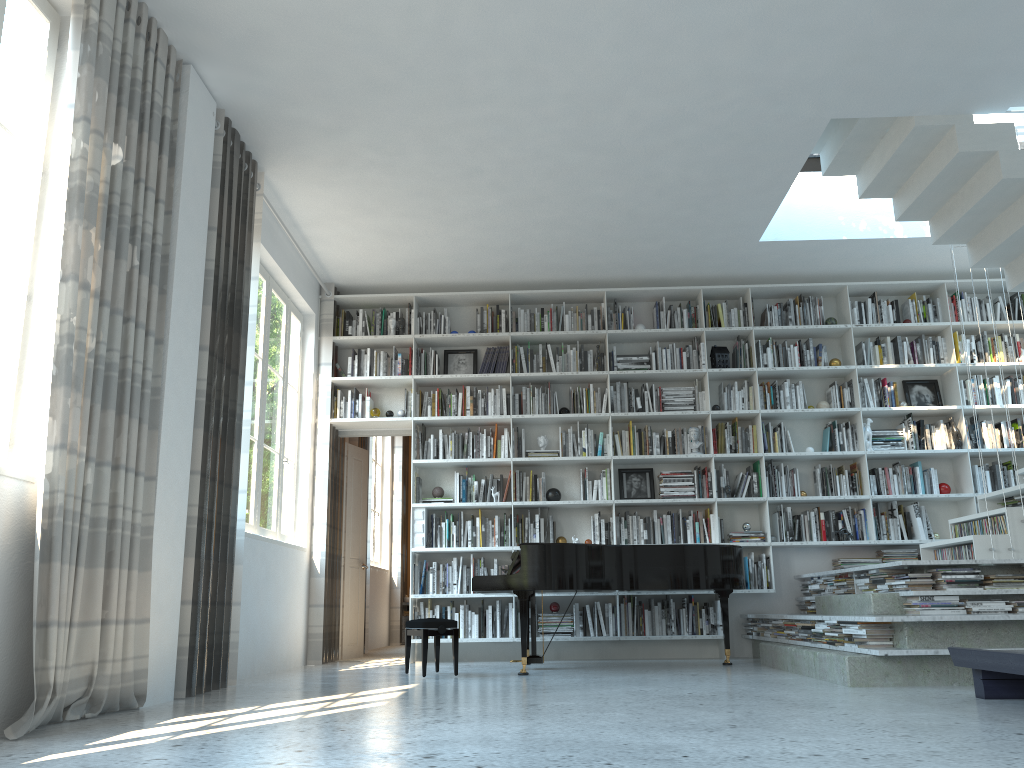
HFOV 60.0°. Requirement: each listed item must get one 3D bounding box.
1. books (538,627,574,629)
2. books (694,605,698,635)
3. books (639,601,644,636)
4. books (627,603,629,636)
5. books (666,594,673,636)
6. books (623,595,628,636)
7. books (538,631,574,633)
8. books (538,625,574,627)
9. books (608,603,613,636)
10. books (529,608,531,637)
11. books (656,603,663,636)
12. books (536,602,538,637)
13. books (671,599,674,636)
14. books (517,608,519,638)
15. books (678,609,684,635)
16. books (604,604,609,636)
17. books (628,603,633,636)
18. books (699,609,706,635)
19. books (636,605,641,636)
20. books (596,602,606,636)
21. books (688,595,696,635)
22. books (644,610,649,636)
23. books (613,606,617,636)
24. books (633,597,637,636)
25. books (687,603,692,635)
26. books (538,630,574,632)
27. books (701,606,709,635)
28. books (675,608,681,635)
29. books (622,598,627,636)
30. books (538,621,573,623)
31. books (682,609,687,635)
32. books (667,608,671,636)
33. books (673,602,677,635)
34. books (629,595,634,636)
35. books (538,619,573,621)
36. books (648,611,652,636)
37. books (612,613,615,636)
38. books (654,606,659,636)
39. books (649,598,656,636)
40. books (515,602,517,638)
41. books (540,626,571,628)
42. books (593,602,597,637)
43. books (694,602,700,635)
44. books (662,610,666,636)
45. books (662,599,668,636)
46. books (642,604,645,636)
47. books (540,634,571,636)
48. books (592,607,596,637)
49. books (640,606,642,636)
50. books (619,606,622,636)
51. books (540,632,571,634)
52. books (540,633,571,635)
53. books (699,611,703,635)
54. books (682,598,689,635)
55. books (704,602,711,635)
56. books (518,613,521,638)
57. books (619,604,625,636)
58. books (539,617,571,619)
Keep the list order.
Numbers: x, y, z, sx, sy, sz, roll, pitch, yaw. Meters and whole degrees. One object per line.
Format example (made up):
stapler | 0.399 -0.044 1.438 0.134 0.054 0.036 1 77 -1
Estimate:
books | 0.360 2.006 7.297 0.285 0.007 0.160 0 -14 -2
books | 1.497 1.936 7.281 0.028 0.238 0.140 -1 -14 2
books | 1.065 1.929 7.303 0.012 0.275 0.155 -1 -14 2
books | 0.950 1.942 7.311 0.010 0.258 0.131 -1 -14 2
books | 1.290 1.890 7.281 0.014 0.335 0.183 -1 -14 2
books | 0.937 1.900 7.309 0.014 0.339 0.140 -1 -14 2
books | 0.359 2.039 7.289 0.285 0.007 0.160 0 -14 -2
books | 0.360 1.992 7.298 0.285 0.007 0.160 0 -14 -3
books | 0.803 1.935 7.279 0.024 0.259 0.190 -1 -14 2
books | 0.143 1.968 7.312 0.023 0.231 0.164 -1 -14 2
books | 1.211 1.932 7.294 0.028 0.260 0.133 -1 -14 2
books | 0.194 1.944 7.325 0.027 0.281 0.129 -1 -14 2
books | 1.304 1.913 7.277 0.014 0.287 0.185 -1 -14 2
books | 0.049 1.974 7.328 0.012 0.230 0.138 -1 -14 2
books | 1.380 1.949 7.258 0.010 0.205 0.180 -1 -14 2
books | 0.779 1.944 7.310 0.025 0.258 0.133 -1 -14 2
books | 0.967 1.937 7.302 0.025 0.263 0.145 -1 -14 2
books | 1.557 1.948 7.261 0.022 0.204 0.191 -1 -14 2
books | 1.036 1.944 7.299 0.022 0.246 0.144 -1 -14 2
books | 0.729 1.934 7.300 0.073 0.275 0.181 -1 -14 2
books | 1.476 1.893 7.268 0.013 0.316 0.187 -1 -14 2
books | 1.097 1.956 7.270 0.028 0.206 0.175 -1 -14 2
books | 0.850 1.954 7.310 0.021 0.237 0.116 -1 -14 2
books | 1.007 1.910 7.297 0.034 0.310 0.170 -1 -14 2
books | 1.447 1.925 7.257 0.044 0.250 0.187 -1 -14 2
books | 0.361 2.032 7.288 0.285 0.007 0.160 -3 -14 6
books | 1.582 1.939 7.274 0.028 0.227 0.162 -1 -14 2
books | 1.356 1.954 7.290 0.040 0.212 0.129 -1 -14 2
books | 0.923 1.915 7.289 0.014 0.300 0.185 -1 -14 2
books | 0.357 1.962 7.313 0.285 0.005 0.160 -1 -14 0
books | 1.400 1.948 7.262 0.029 0.209 0.171 -1 -14 2
books | 1.273 1.952 7.276 0.022 0.212 0.167 -1 -14 2
books | 1.324 1.929 7.288 0.024 0.261 0.132 -1 -14 2
books | 0.984 1.898 7.300 0.012 0.336 0.144 -1 -14 2
books | 0.356 1.947 7.319 0.285 0.005 0.160 -1 -14 1
books | 1.126 1.968 7.297 0.030 0.196 0.143 -1 -14 2
books | 0.828 1.978 7.285 0.024 0.179 0.172 -1 -14 2
books | 1.182 1.946 7.292 0.030 0.234 0.138 -1 -14 2
books | 1.153 1.917 7.297 0.026 0.293 0.155 -1 -14 2
books | 0.036 1.947 7.332 0.012 0.284 0.160 -1 -14 2
books | 0.360 2.001 7.305 0.254 0.007 0.161 -2 -14 3
books | 0.686 1.932 7.289 0.012 0.274 0.180 -1 -14 2
books | 1.516 1.923 7.268 0.011 0.257 0.172 -1 -14 2
books | 1.238 1.959 7.284 0.024 0.203 0.145 -1 -14 2
books | 1.255 1.916 7.281 0.013 0.284 0.185 -1 -14 2
books | 1.077 1.939 7.300 0.012 0.254 0.151 -1 -14 2
books | 0.359 2.059 7.284 0.254 0.007 0.161 -2 -14 5
books | 0.675 1.955 7.292 0.011 0.231 0.174 -1 -14 2
books | 1.053 1.946 7.294 0.012 0.238 0.129 -1 -14 2
books | 0.887 1.952 7.305 0.010 0.237 0.134 -1 -14 2
books | 0.359 2.047 7.294 0.254 0.007 0.161 -2 -14 3
books | 0.359 2.055 7.294 0.254 0.007 0.161 -1 -14 2
books | 1.535 1.957 7.270 0.024 0.190 0.155 -1 -14 2
books | 1.420 1.908 7.273 0.011 0.292 0.184 -1 -14 2
books | 1.602 1.923 7.269 0.013 0.255 0.177 -1 -14 2
books | 0.067 1.988 7.320 0.025 0.197 0.160 -1 -14 2
books | 0.904 1.937 7.284 0.026 0.255 0.184 -1 -14 2
books | 0.359 1.930 7.316 0.254 0.005 0.161 -2 -14 5
